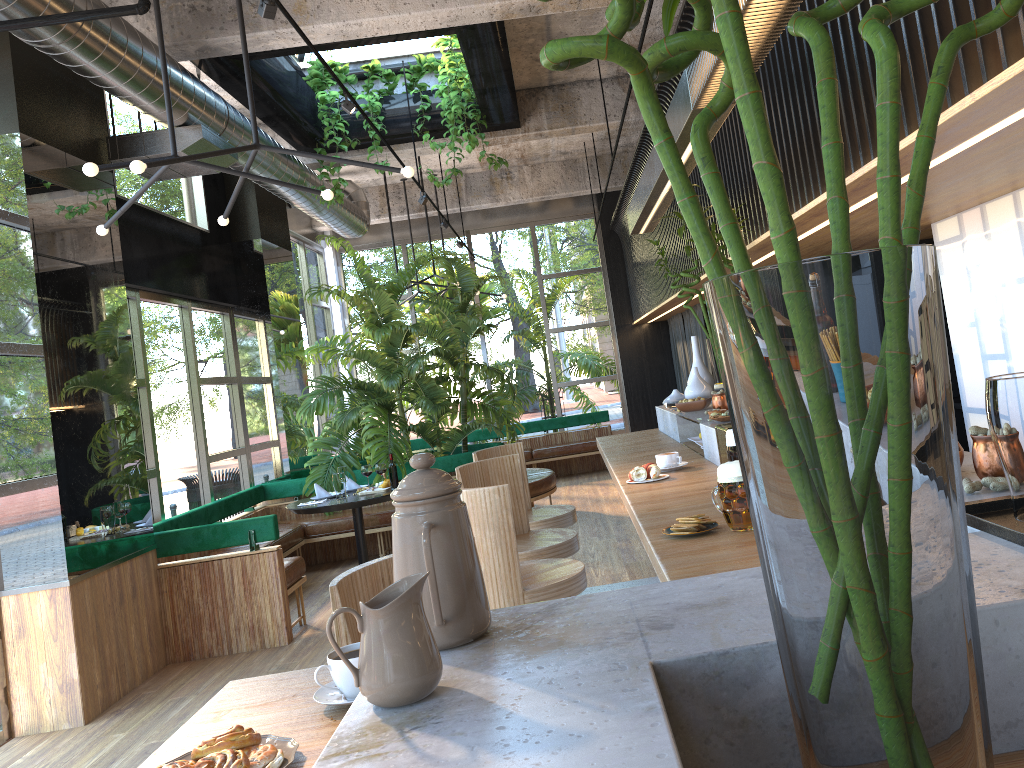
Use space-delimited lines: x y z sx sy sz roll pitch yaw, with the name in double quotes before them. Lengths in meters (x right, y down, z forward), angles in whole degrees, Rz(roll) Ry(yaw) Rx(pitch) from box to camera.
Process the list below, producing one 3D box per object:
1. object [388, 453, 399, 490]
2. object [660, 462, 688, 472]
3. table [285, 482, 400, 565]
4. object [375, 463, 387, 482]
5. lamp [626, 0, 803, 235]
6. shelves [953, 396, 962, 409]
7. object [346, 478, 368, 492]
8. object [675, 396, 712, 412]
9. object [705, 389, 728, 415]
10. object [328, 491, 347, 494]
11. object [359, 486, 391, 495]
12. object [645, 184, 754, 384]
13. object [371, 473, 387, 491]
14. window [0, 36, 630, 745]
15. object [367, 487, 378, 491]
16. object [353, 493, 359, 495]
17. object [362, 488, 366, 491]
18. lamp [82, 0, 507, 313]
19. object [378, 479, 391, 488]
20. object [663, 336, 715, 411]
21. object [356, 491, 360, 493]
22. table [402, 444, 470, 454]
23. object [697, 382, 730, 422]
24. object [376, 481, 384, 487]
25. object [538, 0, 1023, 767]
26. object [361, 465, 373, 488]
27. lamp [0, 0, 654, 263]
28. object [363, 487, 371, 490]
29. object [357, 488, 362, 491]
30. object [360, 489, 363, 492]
"object" -0.975 0.716 7.272 0.066 0.300 0.070 -9 -3 17
"object" 0.636 0.339 3.597 0.162 0.020 0.159 -8 0 -3
"table" -1.252 1.287 7.354 1.152 0.752 1.046 -8 -1 -31
"object" -1.120 0.785 7.628 0.104 0.201 0.100 -8 -3 -10
"lamp" 1.732 -2.163 2.598 5.032 2.137 6.664 -8 0 -5
"shelves" 2.993 0.097 5.449 0.524 0.035 0.865 -8 0 2
"object" -1.377 0.859 7.738 0.240 0.139 0.225 -8 -1 -16
"object" 0.952 0.105 4.681 0.188 0.073 0.232 -8 0 21
"object" 0.989 0.085 4.316 0.162 0.107 0.085 -8 -2 -44
"object" -1.545 0.939 7.652 0.166 0.019 0.242 -9 0 -39
"object" -1.100 0.875 7.394 0.235 0.019 0.358 -8 0 11
"object" 1.114 -0.514 4.948 0.639 1.552 0.614 -10 -4 39
"object" -1.096 0.803 7.304 0.144 0.124 0.097 -8 -2 -19
"window" -1.313 -1.583 3.177 4.146 6.506 20.303 -8 0 3
"object" -1.159 0.867 7.389 0.101 0.013 0.222 -8 0 7
"object" -1.288 0.907 7.332 0.062 0.013 0.147 -8 0 -3
"object" -1.245 0.890 7.464 0.033 0.032 0.037 -8 -1 -1
"lamp" -0.029 -2.056 3.496 5.095 1.827 18.847 -8 0 3
"object" -1.059 0.827 7.394 0.099 0.064 0.162 -8 0 -28
"object" 1.010 -0.067 4.934 0.333 0.398 0.302 -7 -3 -41
"object" -1.286 0.902 7.434 0.032 0.019 0.038 -9 0 13
"table" -1.029 1.230 11.291 1.139 0.752 1.060 -8 -1 -19
"object" 0.937 0.080 4.060 0.209 0.135 0.810 -8 0 9
"object" -1.080 0.843 7.494 0.192 0.038 0.064 -8 0 34
"object" 0.252 -0.361 0.830 0.669 1.552 0.588 -8 -3 5
"object" -1.246 0.803 7.664 0.104 0.201 0.100 -8 -3 -10
"lamp" -0.806 -2.129 7.745 3.805 1.534 9.977 -8 0 0
"object" -1.246 0.891 7.528 0.097 0.028 0.130 -8 0 16
"object" -1.296 0.901 7.553 0.024 0.025 0.047 -9 -1 20
"object" -1.250 0.892 7.374 0.032 0.031 0.040 -9 -1 26
